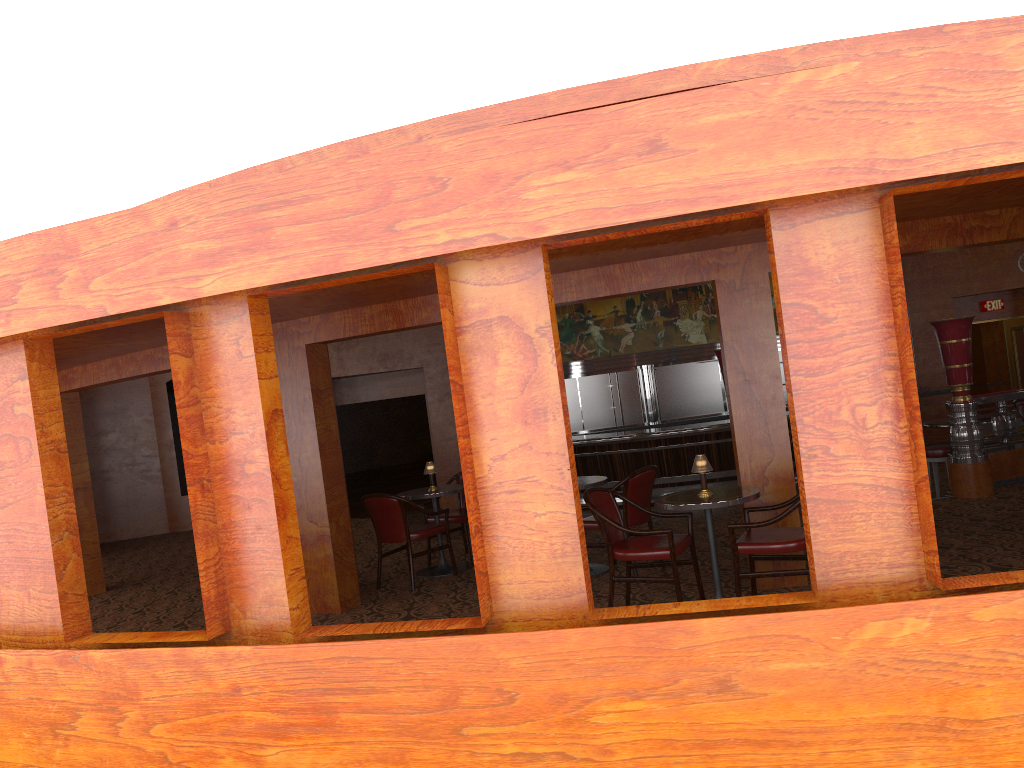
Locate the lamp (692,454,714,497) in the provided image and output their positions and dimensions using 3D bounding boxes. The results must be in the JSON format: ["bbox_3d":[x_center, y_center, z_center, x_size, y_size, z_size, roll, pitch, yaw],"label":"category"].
[{"bbox_3d":[1.166,0.556,5.420,0.130,0.250,0.130,-8,1,-34],"label":"lamp"}]

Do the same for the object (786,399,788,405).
[{"bbox_3d":[5.212,0.194,15.241,0.951,0.245,0.396,-7,0,3],"label":"object"}]

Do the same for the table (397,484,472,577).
[{"bbox_3d":[-0.649,1.291,7.833,0.639,0.720,0.640,-8,0,-10],"label":"table"}]

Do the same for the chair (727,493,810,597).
[{"bbox_3d":[1.645,0.933,5.275,0.615,0.817,0.587,-7,0,25],"label":"chair"}]

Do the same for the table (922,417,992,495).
[{"bbox_3d":[4.896,0.848,9.451,0.849,0.960,0.849,-7,0,2],"label":"table"}]

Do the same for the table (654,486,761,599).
[{"bbox_3d":[1.234,1.036,5.428,0.640,0.720,0.639,-7,0,29],"label":"table"}]

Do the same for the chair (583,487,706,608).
[{"bbox_3d":[0.812,1.044,5.602,0.615,0.817,0.587,-7,0,25],"label":"chair"}]

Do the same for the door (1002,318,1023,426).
[{"bbox_3d":[9.229,-0.230,15.975,0.063,1.983,0.808,-8,1,-6],"label":"door"}]

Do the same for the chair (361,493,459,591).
[{"bbox_3d":[-0.897,1.273,7.450,0.588,0.817,0.614,-7,0,35],"label":"chair"}]

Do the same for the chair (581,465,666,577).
[{"bbox_3d":[0.837,1.044,6.768,0.616,0.817,0.587,-7,0,40],"label":"chair"}]

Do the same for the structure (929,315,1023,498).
[{"bbox_3d":[5.766,-0.602,9.008,4.350,3.606,0.549,-8,1,-26],"label":"structure"}]

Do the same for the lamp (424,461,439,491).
[{"bbox_3d":[-0.711,0.809,7.822,0.130,0.250,0.130,-7,0,8],"label":"lamp"}]

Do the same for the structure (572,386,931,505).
[{"bbox_3d":[3.224,1.035,13.657,7.810,1.047,3.207,-7,0,0],"label":"structure"}]

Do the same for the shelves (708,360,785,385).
[{"bbox_3d":[4.633,-0.265,15.301,2.594,0.568,0.339,-7,0,0],"label":"shelves"}]

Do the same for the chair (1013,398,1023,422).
[{"bbox_3d":[5.032,0.495,8.172,0.615,0.817,0.588,-8,0,-10],"label":"chair"}]

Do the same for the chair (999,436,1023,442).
[{"bbox_3d":[5.144,0.917,8.921,0.350,0.755,0.349,-7,1,41],"label":"chair"}]

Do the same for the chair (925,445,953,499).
[{"bbox_3d":[4.412,1.014,9.053,0.349,0.755,0.350,-8,1,-41],"label":"chair"}]

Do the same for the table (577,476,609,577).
[{"bbox_3d":[0.486,1.139,7.045,0.640,0.720,0.639,-7,0,26],"label":"table"}]

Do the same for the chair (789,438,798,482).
[{"bbox_3d":[3.654,1.121,11.896,0.349,0.755,0.350,-8,1,-26],"label":"chair"}]

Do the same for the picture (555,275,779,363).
[{"bbox_3d":[2.911,-1.301,15.247,6.254,1.322,0.001,-7,1,0],"label":"picture"}]

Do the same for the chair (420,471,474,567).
[{"bbox_3d":[-0.435,1.215,8.219,0.588,0.817,0.614,-7,0,35],"label":"chair"}]
